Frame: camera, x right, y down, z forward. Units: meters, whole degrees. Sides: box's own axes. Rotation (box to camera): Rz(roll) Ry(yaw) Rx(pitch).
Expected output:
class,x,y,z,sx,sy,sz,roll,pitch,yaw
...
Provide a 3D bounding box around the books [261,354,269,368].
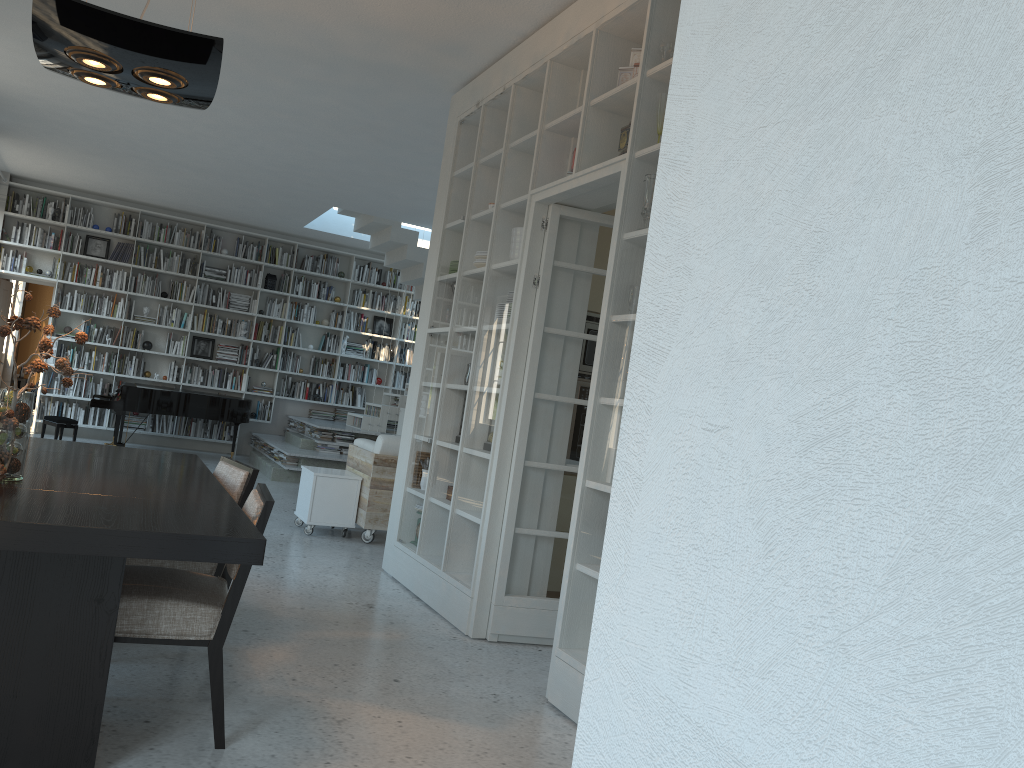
class,x,y,z,sx,sy,sz,roll,pitch,yaw
books,-3.561,-0.332,12.727,0.089,0.210,0.175,9,-1,-24

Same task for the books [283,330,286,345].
class,x,y,z,sx,sy,sz,roll,pitch,yaw
books,-3.309,-0.671,12.839,0.015,0.220,0.154,9,-1,-24

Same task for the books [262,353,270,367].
class,x,y,z,sx,sy,sz,roll,pitch,yaw
books,-3.554,-0.338,12.753,0.095,0.226,0.144,9,-1,-24

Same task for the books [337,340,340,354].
class,x,y,z,sx,sy,sz,roll,pitch,yaw
books,-2.601,-0.553,13.161,0.023,0.212,0.164,9,-1,-24

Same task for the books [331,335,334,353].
class,x,y,z,sx,sy,sz,roll,pitch,yaw
books,-2.667,-0.595,13.132,0.032,0.274,0.154,9,-1,-24

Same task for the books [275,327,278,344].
class,x,y,z,sx,sy,sz,roll,pitch,yaw
books,-3.414,-0.697,12.793,0.028,0.239,0.145,9,-1,-24

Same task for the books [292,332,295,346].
class,x,y,z,sx,sy,sz,roll,pitch,yaw
books,-3.191,-0.646,12.891,0.014,0.209,0.156,9,-1,-24

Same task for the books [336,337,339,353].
class,x,y,z,sx,sy,sz,roll,pitch,yaw
books,-2.607,-0.575,13.140,0.011,0.252,0.169,9,-1,-24

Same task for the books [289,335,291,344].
class,x,y,z,sx,sy,sz,roll,pitch,yaw
books,-3.239,-0.646,12.869,0.014,0.192,0.146,9,-1,-24

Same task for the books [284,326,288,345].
class,x,y,z,sx,sy,sz,roll,pitch,yaw
books,-3.282,-0.701,12.839,0.035,0.287,0.191,9,-1,-24

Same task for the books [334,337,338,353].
class,x,y,z,sx,sy,sz,roll,pitch,yaw
books,-2.625,-0.574,13.151,0.013,0.244,0.158,9,-1,-24

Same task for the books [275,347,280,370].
class,x,y,z,sx,sy,sz,roll,pitch,yaw
books,-3.398,-0.366,12.804,0.014,0.325,0.182,9,-1,-24

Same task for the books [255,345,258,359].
class,x,y,z,sx,sy,sz,roll,pitch,yaw
books,-3.667,-0.400,12.690,0.013,0.307,0.141,9,-1,-24

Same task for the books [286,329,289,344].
class,x,y,z,sx,sy,sz,roll,pitch,yaw
books,-3.274,-0.677,12.865,0.007,0.244,0.145,9,-1,-24

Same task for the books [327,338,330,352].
class,x,y,z,sx,sy,sz,roll,pitch,yaw
books,-2.728,-0.582,13.112,0.007,0.230,0.146,9,-1,-24

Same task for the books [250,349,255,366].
class,x,y,z,sx,sy,sz,roll,pitch,yaw
books,-3.716,-0.380,12.675,0.028,0.253,0.142,9,-1,-24

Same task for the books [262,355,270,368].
class,x,y,z,sx,sy,sz,roll,pitch,yaw
books,-3.543,-0.329,12.753,0.090,0.212,0.143,9,-1,-24

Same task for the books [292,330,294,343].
class,x,y,z,sx,sy,sz,roll,pitch,yaw
books,-3.198,-0.664,12.887,0.008,0.242,0.169,9,-1,-24

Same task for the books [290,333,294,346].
class,x,y,z,sx,sy,sz,roll,pitch,yaw
books,-3.203,-0.640,12.858,0.017,0.192,0.191,9,-2,-24

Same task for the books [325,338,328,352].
class,x,y,z,sx,sy,sz,roll,pitch,yaw
books,-2.751,-0.576,13.083,0.006,0.209,0.188,9,-1,-24

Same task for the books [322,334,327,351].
class,x,y,z,sx,sy,sz,roll,pitch,yaw
books,-2.769,-0.607,13.081,0.021,0.264,0.174,9,-1,-24

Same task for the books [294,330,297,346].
class,x,y,z,sx,sy,sz,roll,pitch,yaw
books,-3.170,-0.660,12.905,0.017,0.243,0.132,9,-1,-24

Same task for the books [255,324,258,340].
class,x,y,z,sx,sy,sz,roll,pitch,yaw
books,-3.667,-0.741,12.696,0.013,0.247,0.176,9,-1,-24

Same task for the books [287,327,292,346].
class,x,y,z,sx,sy,sz,roll,pitch,yaw
books,-3.236,-0.690,12.843,0.013,0.279,0.191,9,-1,-24

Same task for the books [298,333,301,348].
class,x,y,z,sx,sy,sz,roll,pitch,yaw
books,-3.093,-0.630,12.916,0.051,0.210,0.176,9,-1,-24

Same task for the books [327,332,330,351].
class,x,y,z,sx,sy,sz,roll,pitch,yaw
books,-2.731,-0.616,13.108,0.013,0.295,0.154,9,-1,-24

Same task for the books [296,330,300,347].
class,x,y,z,sx,sy,sz,roll,pitch,yaw
books,-3.127,-0.658,12.929,0.007,0.254,0.161,9,-1,-24

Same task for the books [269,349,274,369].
class,x,y,z,sx,sy,sz,roll,pitch,yaw
books,-3.463,-0.356,12.789,0.013,0.285,0.138,9,-1,-24

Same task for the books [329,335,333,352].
class,x,y,z,sx,sy,sz,roll,pitch,yaw
books,-2.694,-0.592,13.111,0.015,0.259,0.152,9,-1,-24

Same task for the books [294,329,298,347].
class,x,y,z,sx,sy,sz,roll,pitch,yaw
books,-3.154,-0.671,12.901,0.006,0.270,0.178,9,-1,-24

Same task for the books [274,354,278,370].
class,x,y,z,sx,sy,sz,roll,pitch,yaw
books,-3.421,-0.320,12.799,0.021,0.226,0.148,9,-1,-24

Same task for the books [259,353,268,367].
class,x,y,z,sx,sy,sz,roll,pitch,yaw
books,-3.574,-0.343,12.716,0.095,0.228,0.190,9,-1,-24

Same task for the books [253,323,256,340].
class,x,y,z,sx,sy,sz,roll,pitch,yaw
books,-3.691,-0.749,12.674,0.015,0.255,0.150,9,-1,-24

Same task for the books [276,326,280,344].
class,x,y,z,sx,sy,sz,roll,pitch,yaw
books,-3.388,-0.706,12.799,0.032,0.266,0.143,9,-1,-24

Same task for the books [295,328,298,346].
class,x,y,z,sx,sy,sz,roll,pitch,yaw
books,-3.151,-0.672,12.909,0.006,0.273,0.167,9,-1,-24

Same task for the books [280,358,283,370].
class,x,y,z,sx,sy,sz,roll,pitch,yaw
books,-3.353,-0.289,12.840,0.015,0.188,0.168,9,-1,-24

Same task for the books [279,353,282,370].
class,x,y,z,sx,sy,sz,roll,pitch,yaw
books,-3.355,-0.330,12.826,0.010,0.266,0.157,9,-1,-24

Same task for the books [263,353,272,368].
class,x,y,z,sx,sy,sz,roll,pitch,yaw
books,-3.527,-0.341,12.758,0.094,0.238,0.149,9,-1,-24

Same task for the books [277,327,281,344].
class,x,y,z,sx,sy,sz,roll,pitch,yaw
books,-3.379,-0.695,12.820,0.019,0.247,0.149,9,-1,-24

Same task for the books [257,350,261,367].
class,x,y,z,sx,sy,sz,roll,pitch,yaw
books,-3.642,-0.366,12.713,0.035,0.248,0.140,9,-1,-24

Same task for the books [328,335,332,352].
class,x,y,z,sx,sy,sz,roll,pitch,yaw
books,-2.708,-0.596,13.104,0.018,0.263,0.165,9,-1,-24

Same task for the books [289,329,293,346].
class,x,y,z,sx,sy,sz,roll,pitch,yaw
books,-3.224,-0.675,12.880,0.013,0.256,0.144,9,-1,-24

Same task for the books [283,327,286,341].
class,x,y,z,sx,sy,sz,roll,pitch,yaw
books,-3.306,-0.720,12.822,0.006,0.318,0.164,9,-1,-24

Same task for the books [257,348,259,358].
class,x,y,z,sx,sy,sz,roll,pitch,yaw
books,-3.662,-0.378,12.703,0.012,0.266,0.157,9,-1,-24

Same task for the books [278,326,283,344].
class,x,y,z,sx,sy,sz,roll,pitch,yaw
books,-3.359,-0.702,12.826,0.033,0.268,0.141,9,-1,-24

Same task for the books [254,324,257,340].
class,x,y,z,sx,sy,sz,roll,pitch,yaw
books,-3.676,-0.741,12.680,0.014,0.244,0.145,9,-1,-24

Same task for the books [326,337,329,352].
class,x,y,z,sx,sy,sz,roll,pitch,yaw
books,-2.742,-0.580,13.087,0.013,0.219,0.187,9,-1,-24

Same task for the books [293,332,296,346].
class,x,y,z,sx,sy,sz,roll,pitch,yaw
books,-3.178,-0.646,12.888,0.007,0.211,0.158,9,-1,-24

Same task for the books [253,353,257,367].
class,x,y,z,sx,sy,sz,roll,pitch,yaw
books,-3.687,-0.345,12.667,0.027,0.192,0.182,9,-1,-24

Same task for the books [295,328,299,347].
class,x,y,z,sx,sy,sz,roll,pitch,yaw
books,-3.142,-0.678,12.913,0.013,0.287,0.158,9,-1,-24

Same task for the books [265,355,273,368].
class,x,y,z,sx,sy,sz,roll,pitch,yaw
books,-3.514,-0.320,12.763,0.091,0.205,0.169,9,-1,-24

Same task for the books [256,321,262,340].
class,x,y,z,sx,sy,sz,roll,pitch,yaw
books,-3.626,-0.758,12.685,0.035,0.293,0.145,9,-1,-24

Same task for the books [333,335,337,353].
class,x,y,z,sx,sy,sz,roll,pitch,yaw
books,-2.638,-0.591,13.121,0.012,0.273,0.183,9,-1,-24

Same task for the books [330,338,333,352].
class,x,y,z,sx,sy,sz,roll,pitch,yaw
books,-2.681,-0.573,13.110,0.012,0.224,0.178,9,-1,-24

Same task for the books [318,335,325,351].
class,x,y,z,sx,sy,sz,roll,pitch,yaw
books,-2.807,-0.600,13.071,0.056,0.241,0.153,9,-1,-24

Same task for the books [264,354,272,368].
class,x,y,z,sx,sy,sz,roll,pitch,yaw
books,-3.529,-0.328,12.768,0.090,0.215,0.139,9,-1,-24

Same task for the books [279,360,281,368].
class,x,y,z,sx,sy,sz,roll,pitch,yaw
books,-3.369,-0.311,12.827,0.012,0.226,0.147,9,-1,-24

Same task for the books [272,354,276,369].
class,x,y,z,sx,sy,sz,roll,pitch,yaw
books,-3.440,-0.322,12.778,0.029,0.223,0.171,9,-1,-24

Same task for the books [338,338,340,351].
class,x,y,z,sx,sy,sz,roll,pitch,yaw
books,-2.579,-0.567,13.159,0.010,0.245,0.158,9,-1,-24

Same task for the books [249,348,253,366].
class,x,y,z,sx,sy,sz,roll,pitch,yaw
books,-3.740,-0.389,12.667,0.024,0.263,0.154,9,-1,-24
